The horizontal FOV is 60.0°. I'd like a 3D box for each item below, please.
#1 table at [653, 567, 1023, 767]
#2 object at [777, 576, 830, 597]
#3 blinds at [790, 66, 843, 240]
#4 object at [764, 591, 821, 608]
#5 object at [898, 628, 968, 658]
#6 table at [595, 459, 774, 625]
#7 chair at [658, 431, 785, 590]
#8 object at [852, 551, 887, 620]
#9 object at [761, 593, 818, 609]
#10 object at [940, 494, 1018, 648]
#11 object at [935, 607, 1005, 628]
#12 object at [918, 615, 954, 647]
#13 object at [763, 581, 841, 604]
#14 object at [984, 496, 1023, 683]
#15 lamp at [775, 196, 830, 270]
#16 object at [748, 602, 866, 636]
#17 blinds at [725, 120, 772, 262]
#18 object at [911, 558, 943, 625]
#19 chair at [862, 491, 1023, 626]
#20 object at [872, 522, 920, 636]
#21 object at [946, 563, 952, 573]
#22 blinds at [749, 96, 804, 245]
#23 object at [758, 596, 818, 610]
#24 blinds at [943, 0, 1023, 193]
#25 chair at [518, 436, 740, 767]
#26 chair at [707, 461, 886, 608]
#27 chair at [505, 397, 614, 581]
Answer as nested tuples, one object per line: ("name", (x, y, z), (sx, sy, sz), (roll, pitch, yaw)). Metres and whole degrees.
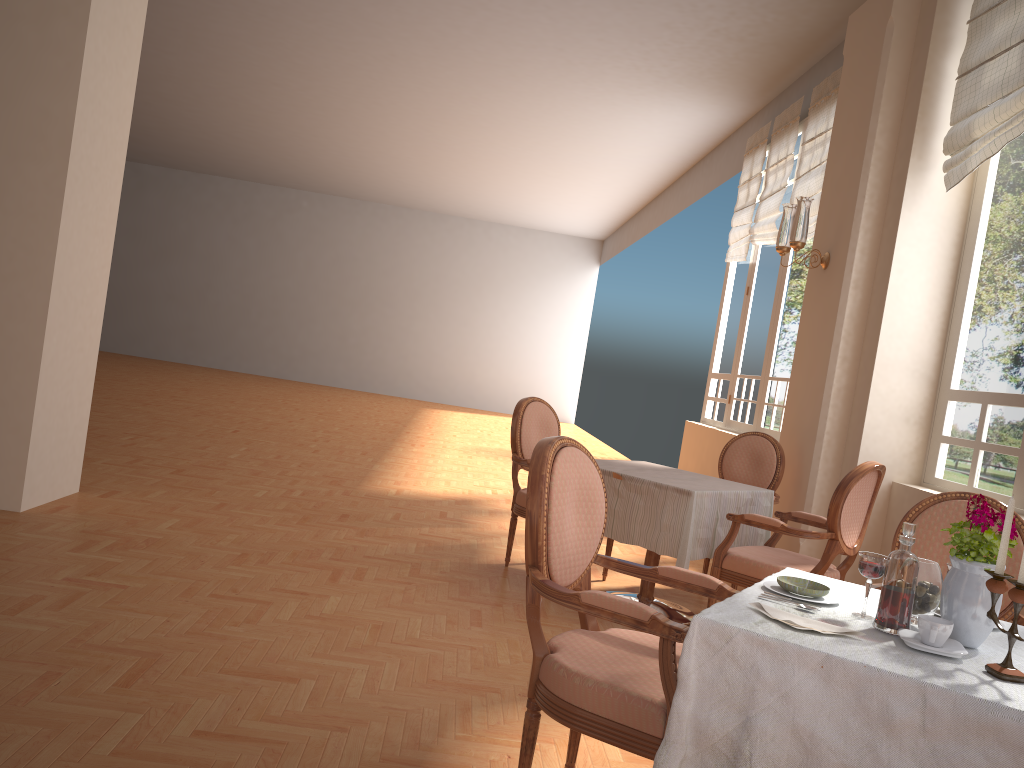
("table", (0.813, 0.852, 1.845), (0.828, 0.681, 0.837), (10, 2, 30))
("object", (0.662, 0.466, 2.022), (0.117, 0.024, 0.117), (9, 1, 7))
("blinds", (2.303, -1.717, 6.774), (0.054, 1.302, 0.689), (9, 2, -3))
("object", (0.614, 0.472, 1.937), (0.127, 0.004, 0.013), (10, 2, 31))
("object", (0.810, 0.502, 1.711), (0.119, 0.016, 0.119), (9, 1, 16))
("table", (0.703, 0.777, 4.362), (0.828, 0.677, 0.831), (10, 2, 42))
("chair", (1.175, 0.711, 4.886), (0.520, 0.932, 0.593), (11, 2, 41))
("object", (0.760, 0.430, 1.889), (0.062, 0.135, 0.062), (10, 2, 28))
("object", (0.600, 0.471, 1.920), (0.125, 0.002, 0.016), (10, 2, 31))
("object", (0.932, 0.374, 1.781), (0.124, 0.302, 0.143), (9, 2, -5))
("object", (1.039, 0.536, 2.044), (0.171, 0.005, 0.171), (10, 2, 27))
("object", (0.807, 0.478, 1.706), (0.078, 0.049, 0.062), (8, 2, -31))
("object", (0.661, 0.476, 2.022), (0.171, 0.005, 0.171), (10, 2, 34))
("object", (0.915, 0.369, 1.594), (0.059, 0.326, 0.177), (9, 2, -5))
("lamp", (1.673, -0.843, 5.034), (0.274, 0.362, 0.320), (9, 2, -3))
("object", (0.562, 0.464, 1.735), (0.234, 0.012, 0.095), (10, 2, 35))
("blinds", (2.225, -1.773, 8.414), (0.038, 1.293, 0.689), (9, 2, -3))
("object", (0.869, 0.445, 1.898), (0.092, 0.138, 0.093), (10, 2, 25))
("chair", (1.181, 0.770, 2.448), (0.520, 0.932, 0.593), (10, 2, 30))
("object", (0.789, 0.392, 1.801), (0.074, 0.222, 0.074), (8, 2, -24))
("object", (0.962, 0.461, 1.918), (0.062, 0.135, 0.062), (10, 2, 28))
("blinds", (2.257, -1.778, 7.625), (0.085, 1.236, 0.699), (9, 2, -3))
("object", (0.589, 0.468, 1.897), (0.125, 0.006, 0.027), (10, 2, 30))
("blinds", (2.298, -1.616, 4.060), (0.072, 1.377, 0.843), (9, 2, -3))
("chair", (0.278, 0.633, 2.200), (0.592, 0.932, 0.521), (10, 2, 30))
("chair", (1.253, 0.747, 3.901), (0.592, 0.932, 0.521), (11, 2, 41))
("chair", (0.243, 0.565, 4.823), (0.592, 0.932, 0.521), (11, 2, 41))
